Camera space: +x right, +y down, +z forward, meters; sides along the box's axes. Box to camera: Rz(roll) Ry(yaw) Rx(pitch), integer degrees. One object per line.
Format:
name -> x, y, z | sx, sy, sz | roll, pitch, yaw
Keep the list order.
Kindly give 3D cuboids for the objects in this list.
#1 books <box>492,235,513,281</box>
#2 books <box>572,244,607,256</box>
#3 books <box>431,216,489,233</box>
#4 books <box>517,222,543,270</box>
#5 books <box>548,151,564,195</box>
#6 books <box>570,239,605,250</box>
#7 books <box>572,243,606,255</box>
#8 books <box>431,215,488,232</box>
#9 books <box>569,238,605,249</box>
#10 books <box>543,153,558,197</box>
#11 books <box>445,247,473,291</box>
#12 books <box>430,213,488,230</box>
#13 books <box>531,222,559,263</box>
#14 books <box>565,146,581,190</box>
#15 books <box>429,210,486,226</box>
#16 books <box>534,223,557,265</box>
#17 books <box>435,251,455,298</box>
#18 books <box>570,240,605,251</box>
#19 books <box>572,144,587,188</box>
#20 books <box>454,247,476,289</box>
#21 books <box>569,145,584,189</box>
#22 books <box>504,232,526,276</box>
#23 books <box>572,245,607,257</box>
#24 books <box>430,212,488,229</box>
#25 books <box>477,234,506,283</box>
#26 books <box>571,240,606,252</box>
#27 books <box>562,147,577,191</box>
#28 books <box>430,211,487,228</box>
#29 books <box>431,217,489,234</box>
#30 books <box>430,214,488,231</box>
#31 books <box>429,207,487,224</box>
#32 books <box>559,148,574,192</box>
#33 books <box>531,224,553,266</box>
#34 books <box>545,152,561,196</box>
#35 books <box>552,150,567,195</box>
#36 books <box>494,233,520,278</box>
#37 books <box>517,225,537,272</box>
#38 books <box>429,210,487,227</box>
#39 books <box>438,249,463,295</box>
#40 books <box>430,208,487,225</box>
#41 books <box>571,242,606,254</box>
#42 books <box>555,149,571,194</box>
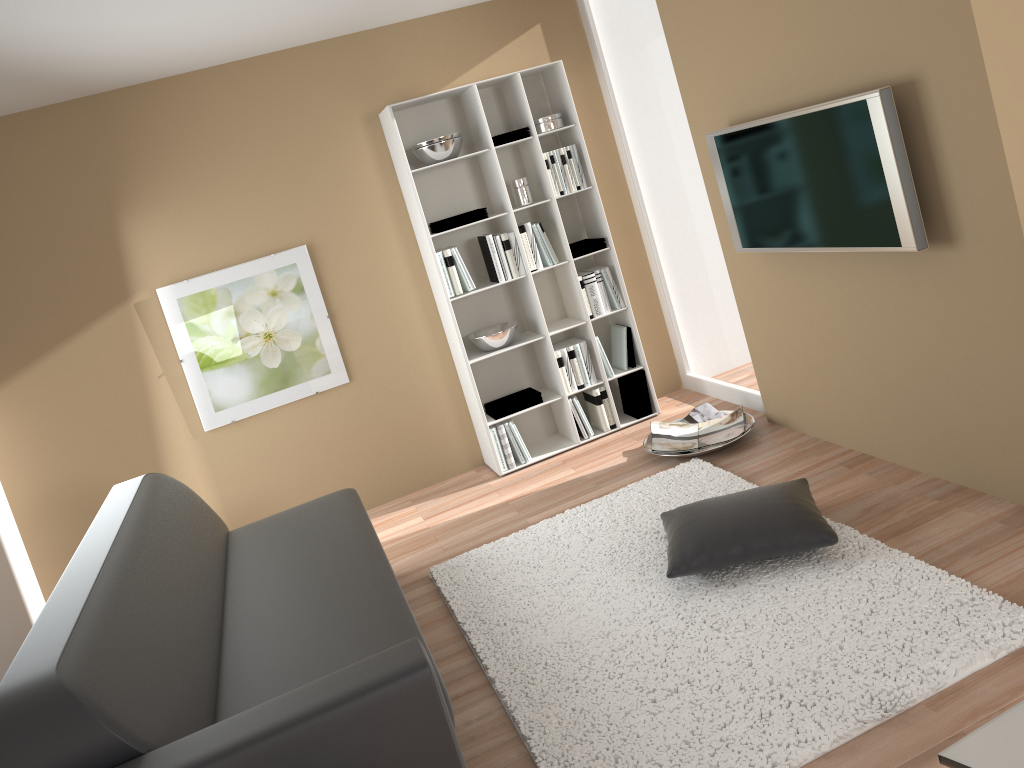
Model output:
books -> -0.077, -0.724, 5.042 | 0.040, 0.255, 0.209 | -18, 9, -13
books -> 0.408, -0.796, 5.227 | 0.212, 0.006, 0.300 | -20, 13, -16
books -> -0.298, -0.903, 4.984 | 0.300, 0.006, 0.212 | -20, 13, -15
books -> 0.098, -0.799, 5.105 | 0.040, 0.272, 0.209 | -18, 9, -13
books -> 0.226, -1.216, 5.112 | 0.021, 0.255, 0.209 | -18, 9, -13
books -> 0.399, -0.826, 5.218 | 0.212, 0.007, 0.300 | -20, 13, -14
books -> 0.408, -0.800, 5.223 | 0.212, 0.006, 0.300 | -20, 13, -14
books -> -0.299, -0.908, 4.984 | 0.300, 0.006, 0.212 | -20, 13, -15
books -> 0.399, -0.831, 5.217 | 0.212, 0.006, 0.300 | -20, 13, -14
books -> 0.188, -1.201, 5.097 | 0.021, 0.255, 0.209 | -18, 9, -13
books -> -0.307, -0.649, 4.969 | 0.060, 0.256, 0.209 | -18, 9, -13
books -> -0.301, -0.919, 4.983 | 0.300, 0.006, 0.212 | -20, 13, -15
books -> 0.183, -0.823, 5.138 | 0.058, 0.254, 0.209 | -18, 9, -13
books -> 0.324, -1.252, 5.141 | 0.021, 0.255, 0.209 | -18, 9, -13
books -> -0.309, -0.940, 4.983 | 0.300, 0.007, 0.212 | -20, 13, -15
books -> 0.172, -0.813, 5.119 | 0.058, 0.254, 0.209 | -18, 9, -13
books -> -0.396, -0.617, 4.946 | 0.040, 0.255, 0.209 | -18, 9, -13
books -> 0.404, -0.822, 5.223 | 0.212, 0.007, 0.300 | -20, 13, -14
books -> 0.362, -1.266, 5.153 | 0.021, 0.255, 0.209 | -18, 9, -13
books -> -0.288, -0.658, 4.986 | 0.058, 0.254, 0.209 | -18, 9, -13
books -> 0.342, -1.259, 5.147 | 0.021, 0.255, 0.209 | -18, 9, -13
books -> 0.000, -0.749, 5.066 | 0.040, 0.248, 0.209 | -18, 9, -13
books -> 0.410, -0.790, 5.226 | 0.212, 0.006, 0.300 | -20, 13, -14
books -> -0.303, -0.924, 4.982 | 0.300, 0.006, 0.212 | -20, 13, -15
books -> -0.118, -0.718, 5.030 | 0.040, 0.272, 0.209 | -18, 9, -13
books -> 0.406, -0.817, 5.223 | 0.212, 0.007, 0.300 | -20, 13, -14
books -> 0.304, -1.245, 5.137 | 0.021, 0.255, 0.209 | -18, 9, -13
books -> -0.305, -0.929, 4.980 | 0.300, 0.006, 0.212 | -20, 13, -13
books -> -0.297, -0.898, 4.983 | 0.300, 0.007, 0.212 | -20, 13, -15
books -> -0.303, -0.913, 4.982 | 0.300, 0.006, 0.212 | -20, 13, -16
books -> -0.308, -0.951, 4.980 | 0.300, 0.006, 0.212 | -20, 13, -15
books -> 0.286, -1.237, 5.125 | 0.021, 0.255, 0.209 | -18, 9, -13
books -> 0.146, -0.807, 5.116 | 0.060, 0.256, 0.209 | -18, 9, -13
books -> 0.206, -1.209, 5.109 | 0.021, 0.255, 0.209 | -18, 9, -13
books -> 0.245, -1.223, 5.119 | 0.021, 0.255, 0.209 | -18, 9, -13
books -> -0.037, -0.737, 5.048 | 0.040, 0.255, 0.209 | -18, 9, -13
books -> 0.056, -0.782, 5.092 | 0.054, 0.268, 0.209 | -18, 9, -13
books -> -0.308, -0.935, 4.984 | 0.300, 0.007, 0.212 | -20, 13, -15
books -> -0.351, -0.632, 4.954 | 0.040, 0.255, 0.209 | -18, 9, -13
books -> -0.307, -0.946, 4.979 | 0.300, 0.007, 0.212 | -20, 13, -15
books -> 0.406, -0.805, 5.223 | 0.212, 0.006, 0.300 | -20, 13, -14
books -> 0.265, -1.230, 5.125 | 0.021, 0.255, 0.209 | -18, 9, -13
